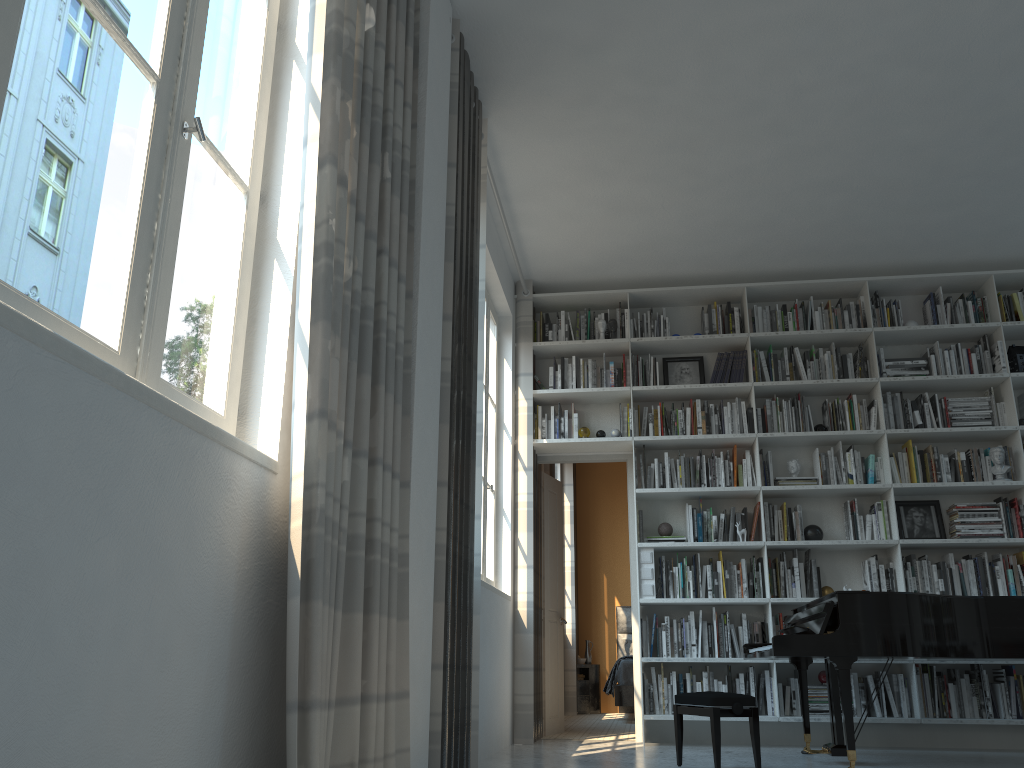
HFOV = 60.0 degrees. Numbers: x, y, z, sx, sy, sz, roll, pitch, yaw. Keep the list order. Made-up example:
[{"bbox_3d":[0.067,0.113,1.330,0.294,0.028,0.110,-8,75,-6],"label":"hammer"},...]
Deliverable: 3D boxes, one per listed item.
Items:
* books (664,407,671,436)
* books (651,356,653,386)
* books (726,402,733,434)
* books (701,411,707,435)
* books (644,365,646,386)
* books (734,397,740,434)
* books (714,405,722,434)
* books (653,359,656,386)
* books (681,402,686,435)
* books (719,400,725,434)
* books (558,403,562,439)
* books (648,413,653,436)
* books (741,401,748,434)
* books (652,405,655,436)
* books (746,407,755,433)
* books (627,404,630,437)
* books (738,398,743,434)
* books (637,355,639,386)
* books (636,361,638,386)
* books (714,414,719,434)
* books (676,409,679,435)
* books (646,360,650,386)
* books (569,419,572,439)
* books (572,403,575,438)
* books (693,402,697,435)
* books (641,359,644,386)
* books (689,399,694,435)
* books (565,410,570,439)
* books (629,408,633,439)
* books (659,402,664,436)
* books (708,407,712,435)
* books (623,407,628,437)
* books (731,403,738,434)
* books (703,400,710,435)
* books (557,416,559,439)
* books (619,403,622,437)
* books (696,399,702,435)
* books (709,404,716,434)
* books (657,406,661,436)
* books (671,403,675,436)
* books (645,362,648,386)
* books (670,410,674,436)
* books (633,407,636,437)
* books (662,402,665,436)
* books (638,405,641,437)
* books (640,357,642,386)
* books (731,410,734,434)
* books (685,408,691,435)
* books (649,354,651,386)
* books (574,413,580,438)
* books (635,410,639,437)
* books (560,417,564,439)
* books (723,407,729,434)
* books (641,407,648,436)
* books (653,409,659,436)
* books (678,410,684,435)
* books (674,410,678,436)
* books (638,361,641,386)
[{"bbox_3d":[1.120,0.306,6.382,0.047,0.249,0.134,-2,-18,8],"label":"books"},{"bbox_3d":[1.023,-0.050,6.485,0.023,0.257,0.184,-2,-18,8],"label":"books"},{"bbox_3d":[1.545,0.278,6.311,0.022,0.262,0.175,-2,-18,8],"label":"books"},{"bbox_3d":[1.361,0.314,6.315,0.029,0.194,0.192,-2,-18,8],"label":"books"},{"bbox_3d":[0.976,-0.016,6.520,0.012,0.214,0.132,-2,-18,8],"label":"books"},{"bbox_3d":[1.598,0.261,6.301,0.012,0.290,0.183,-2,-18,8],"label":"books"},{"bbox_3d":[1.478,0.289,6.342,0.035,0.259,0.131,-2,-18,8],"label":"books"},{"bbox_3d":[1.041,-0.044,6.491,0.011,0.249,0.168,-2,-18,8],"label":"books"},{"bbox_3d":[1.230,0.289,6.364,0.014,0.272,0.181,-2,-18,8],"label":"books"},{"bbox_3d":[1.498,0.273,6.325,0.012,0.280,0.189,-2,-18,8],"label":"books"},{"bbox_3d":[0.353,0.304,6.469,0.013,0.296,0.188,-2,-18,8],"label":"books"},{"bbox_3d":[0.997,0.330,6.370,0.026,0.194,0.176,-2,-18,8],"label":"books"},{"bbox_3d":[1.644,0.275,6.300,0.035,0.263,0.178,-2,-18,8],"label":"books"},{"bbox_3d":[1.018,0.302,6.393,0.010,0.262,0.151,-2,-18,8],"label":"books"},{"bbox_3d":[1.677,0.295,6.262,0.039,0.201,0.236,-2,-18,8],"label":"books"},{"bbox_3d":[0.846,0.298,6.422,0.010,0.285,0.137,-2,-18,8],"label":"books"},{"bbox_3d":[1.617,0.265,6.310,0.022,0.288,0.170,-2,-18,8],"label":"books"},{"bbox_3d":[0.930,-0.055,6.522,0.006,0.288,0.144,-2,-18,8],"label":"books"},{"bbox_3d":[0.919,-0.031,6.514,0.005,0.237,0.154,-2,-18,8],"label":"books"},{"bbox_3d":[1.456,0.324,6.329,0.022,0.185,0.137,-2,-18,8],"label":"books"},{"bbox_3d":[1.187,0.311,6.365,0.011,0.228,0.171,-2,-18,8],"label":"books"},{"bbox_3d":[0.999,-0.039,6.497,0.019,0.243,0.154,-2,-18,8],"label":"books"},{"bbox_3d":[0.434,0.362,6.477,0.029,0.190,0.135,-2,-18,8],"label":"books"},{"bbox_3d":[0.452,0.305,6.471,0.013,0.297,0.179,-2,-18,8],"label":"books"},{"bbox_3d":[1.307,0.283,6.342,0.023,0.270,0.187,-2,-18,8],"label":"books"},{"bbox_3d":[0.959,-0.038,6.509,0.010,0.248,0.166,-2,-18,8],"label":"books"},{"bbox_3d":[1.291,0.274,6.367,0.014,0.303,0.152,-2,-18,8],"label":"books"},{"bbox_3d":[0.403,0.329,6.449,0.021,0.236,0.189,-2,-18,8],"label":"books"},{"bbox_3d":[0.856,0.315,6.377,0.021,0.224,0.232,-2,-18,8],"label":"books"},{"bbox_3d":[1.076,0.290,6.386,0.020,0.280,0.165,-2,-18,8],"label":"books"},{"bbox_3d":[1.409,0.300,6.330,0.013,0.231,0.172,-2,-18,8],"label":"books"},{"bbox_3d":[0.821,0.312,6.438,0.044,0.268,0.134,-2,-18,8],"label":"books"},{"bbox_3d":[1.584,0.283,6.327,0.024,0.265,0.155,-2,-18,8],"label":"books"},{"bbox_3d":[1.392,0.278,6.351,0.025,0.285,0.162,-2,-18,8],"label":"books"},{"bbox_3d":[0.343,0.353,6.474,0.011,0.205,0.163,-2,-18,8],"label":"books"},{"bbox_3d":[0.790,0.299,6.424,0.012,0.284,0.160,-2,-18,8],"label":"books"},{"bbox_3d":[1.332,0.273,6.336,0.030,0.285,0.186,-2,-18,8],"label":"books"},{"bbox_3d":[1.431,0.290,6.345,0.029,0.260,0.158,-2,-18,8],"label":"books"},{"bbox_3d":[1.059,0.303,6.380,0.014,0.252,0.187,-2,-18,8],"label":"books"},{"bbox_3d":[1.162,0.291,6.381,0.012,0.276,0.151,-2,-18,8],"label":"books"},{"bbox_3d":[0.986,-0.030,6.485,0.018,0.218,0.187,-2,-18,8],"label":"books"},{"bbox_3d":[1.150,0.315,6.379,0.012,0.230,0.150,-2,-18,8],"label":"books"},{"bbox_3d":[0.887,0.314,6.418,0.012,0.253,0.161,-2,-18,8],"label":"books"},{"bbox_3d":[1.089,0.288,6.373,0.011,0.276,0.164,-2,-18,8],"label":"books"},{"bbox_3d":[0.918,0.303,6.399,0.012,0.262,0.181,-2,-18,8],"label":"books"},{"bbox_3d":[0.948,-0.046,6.503,0.009,0.259,0.184,-2,-18,8],"label":"books"},{"bbox_3d":[1.564,0.309,6.312,0.013,0.205,0.173,-2,-18,8],"label":"books"},{"bbox_3d":[1.260,0.305,6.359,0.047,0.237,0.163,-2,-18,8],"label":"books"},{"bbox_3d":[1.010,-0.057,6.500,0.005,0.280,0.191,-2,-18,8],"label":"books"},{"bbox_3d":[0.471,0.341,6.443,0.029,0.210,0.188,-2,-18,8],"label":"books"},{"bbox_3d":[0.902,0.320,6.404,0.022,0.232,0.151,-2,-18,8],"label":"books"},{"bbox_3d":[0.373,0.357,6.464,0.024,0.192,0.181,-2,-18,8],"label":"books"},{"bbox_3d":[1.519,0.295,6.310,0.030,0.230,0.173,-2,-18,8],"label":"books"},{"bbox_3d":[0.957,0.309,6.408,0.062,0.257,0.153,-2,-18,8],"label":"books"},{"bbox_3d":[1.037,0.315,6.381,0.030,0.229,0.172,-2,-18,8],"label":"books"},{"bbox_3d":[1.207,0.314,6.354,0.031,0.216,0.173,-2,-18,8],"label":"books"},{"bbox_3d":[1.173,0.315,6.359,0.014,0.217,0.164,-2,-18,8],"label":"books"},{"bbox_3d":[0.935,-0.031,6.497,0.009,0.228,0.185,-2,-18,8],"label":"books"}]
